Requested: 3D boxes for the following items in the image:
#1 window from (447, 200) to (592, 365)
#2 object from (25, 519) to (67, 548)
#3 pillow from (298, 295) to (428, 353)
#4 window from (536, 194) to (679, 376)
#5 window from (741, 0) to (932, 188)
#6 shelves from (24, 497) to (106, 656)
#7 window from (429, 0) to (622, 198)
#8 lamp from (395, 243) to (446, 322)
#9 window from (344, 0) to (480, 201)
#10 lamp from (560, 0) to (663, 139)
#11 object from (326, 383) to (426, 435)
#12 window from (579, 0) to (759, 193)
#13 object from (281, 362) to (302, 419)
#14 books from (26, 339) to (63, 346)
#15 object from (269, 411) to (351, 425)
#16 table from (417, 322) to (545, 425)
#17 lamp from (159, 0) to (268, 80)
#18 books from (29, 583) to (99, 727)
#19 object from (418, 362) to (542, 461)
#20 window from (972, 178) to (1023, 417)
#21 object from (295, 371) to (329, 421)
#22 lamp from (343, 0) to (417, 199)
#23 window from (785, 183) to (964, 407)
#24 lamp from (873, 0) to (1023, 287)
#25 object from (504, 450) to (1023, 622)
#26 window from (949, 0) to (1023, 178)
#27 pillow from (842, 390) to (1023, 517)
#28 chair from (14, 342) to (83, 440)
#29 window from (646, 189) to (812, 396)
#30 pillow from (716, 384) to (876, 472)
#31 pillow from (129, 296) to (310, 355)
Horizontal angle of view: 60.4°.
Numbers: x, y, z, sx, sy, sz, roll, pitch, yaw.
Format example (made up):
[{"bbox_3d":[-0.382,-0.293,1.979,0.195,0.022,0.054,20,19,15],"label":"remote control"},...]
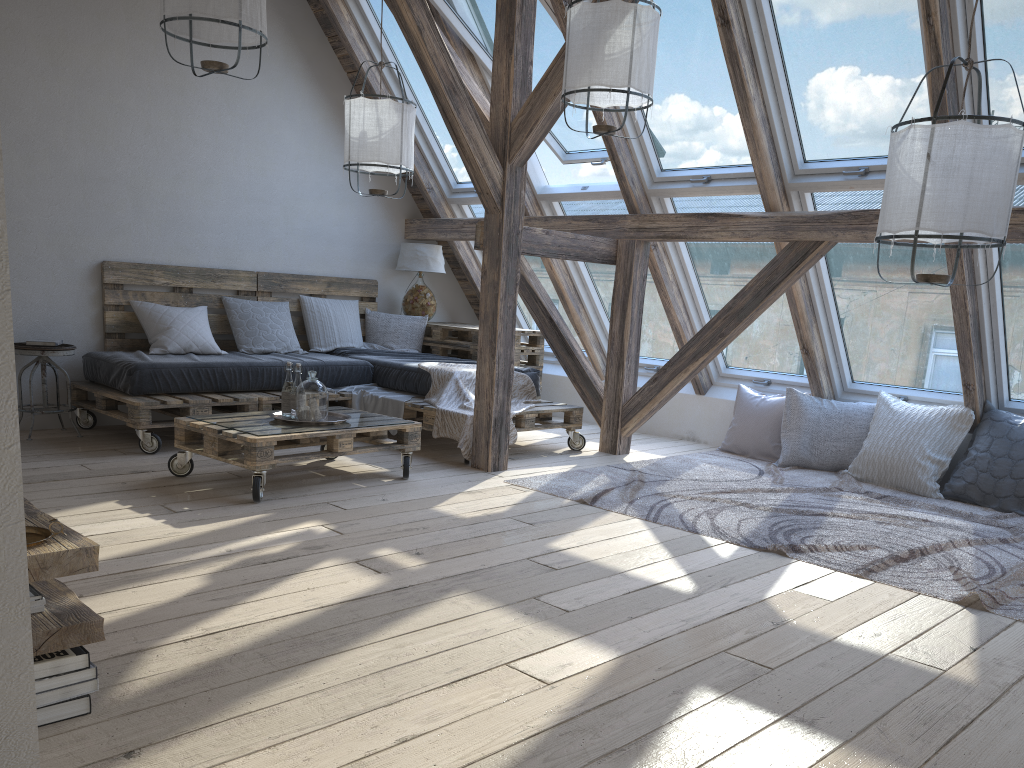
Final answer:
[{"bbox_3d":[0.160,-0.784,6.819,0.843,1.307,1.088,14,14,43],"label":"window"},{"bbox_3d":[-0.927,0.236,1.622,0.138,0.115,0.137,8,9,26],"label":"object"},{"bbox_3d":[-1.096,-0.429,6.479,0.966,0.409,0.379,0,10,-29],"label":"pillow"},{"bbox_3d":[0.812,-0.680,6.196,0.843,1.307,1.088,14,14,43],"label":"window"},{"bbox_3d":[1.490,-1.634,3.989,0.843,1.307,1.088,14,14,43],"label":"window"},{"bbox_3d":[-1.404,0.438,2.185,1.581,0.461,0.328,10,11,43],"label":"shelves"},{"bbox_3d":[0.218,-1.844,5.267,1.340,1.306,0.842,-5,14,-45],"label":"window"},{"bbox_3d":[-0.913,-0.441,6.935,0.816,1.315,0.383,9,13,29],"label":"lamp"},{"bbox_3d":[-0.466,-1.948,5.857,0.843,1.307,1.088,14,14,43],"label":"window"},{"bbox_3d":[0.445,-1.744,3.727,0.398,1.336,0.399,8,13,20],"label":"lamp"},{"bbox_3d":[-0.845,0.159,5.681,0.703,0.283,0.498,7,8,28],"label":"object"},{"bbox_3d":[0.838,-1.739,4.612,0.843,1.307,1.088,14,14,43],"label":"window"},{"bbox_3d":[-1.076,0.030,4.330,0.151,0.274,0.070,14,16,43],"label":"object"},{"bbox_3d":[-2.629,-0.235,4.950,0.150,0.022,0.200,2,6,-17],"label":"books"},{"bbox_3d":[-0.991,0.166,4.327,0.394,0.022,0.387,1,6,-26],"label":"object"},{"bbox_3d":[-0.349,-0.098,6.878,1.002,0.718,0.670,11,12,43],"label":"table"},{"bbox_3d":[-1.146,-1.771,3.366,0.408,1.109,0.390,3,12,-5],"label":"lamp"},{"bbox_3d":[-1.127,0.573,1.933,0.355,0.271,0.288,11,12,43],"label":"books"},{"bbox_3d":[-0.107,0.156,5.333,0.811,0.484,0.988,1,7,-16],"label":"object"},{"bbox_3d":[2.768,-0.366,4.328,0.843,1.307,1.088,14,14,43],"label":"window"},{"bbox_3d":[-0.959,0.060,4.221,0.155,0.253,0.153,6,11,12],"label":"object"},{"bbox_3d":[-0.718,-1.827,4.853,0.400,1.553,0.397,3,12,-5],"label":"lamp"},{"bbox_3d":[2.116,-0.471,4.951,0.843,1.307,1.088,14,14,43],"label":"window"},{"bbox_3d":[1.486,-1.280,2.779,0.400,1.940,0.397,3,12,-5],"label":"lamp"},{"bbox_3d":[1.841,0.634,4.271,3.143,0.058,2.174,9,8,44],"label":"object"},{"bbox_3d":[2.142,-1.530,3.366,0.843,1.307,1.088,14,14,43],"label":"window"},{"bbox_3d":[2.525,0.370,4.909,0.464,0.576,1.254,-6,12,-45],"label":"pillow"},{"bbox_3d":[-2.666,0.034,5.019,0.351,0.533,0.348,-6,14,-41],"label":"chair"},{"bbox_3d":[1.464,-0.575,5.574,0.843,1.307,1.088,14,14,43],"label":"window"},{"bbox_3d":[1.837,0.291,5.607,1.121,0.537,0.430,9,11,36],"label":"pillow"},{"bbox_3d":[-1.847,-0.382,5.688,1.122,0.363,0.345,-3,11,-45],"label":"pillow"}]
